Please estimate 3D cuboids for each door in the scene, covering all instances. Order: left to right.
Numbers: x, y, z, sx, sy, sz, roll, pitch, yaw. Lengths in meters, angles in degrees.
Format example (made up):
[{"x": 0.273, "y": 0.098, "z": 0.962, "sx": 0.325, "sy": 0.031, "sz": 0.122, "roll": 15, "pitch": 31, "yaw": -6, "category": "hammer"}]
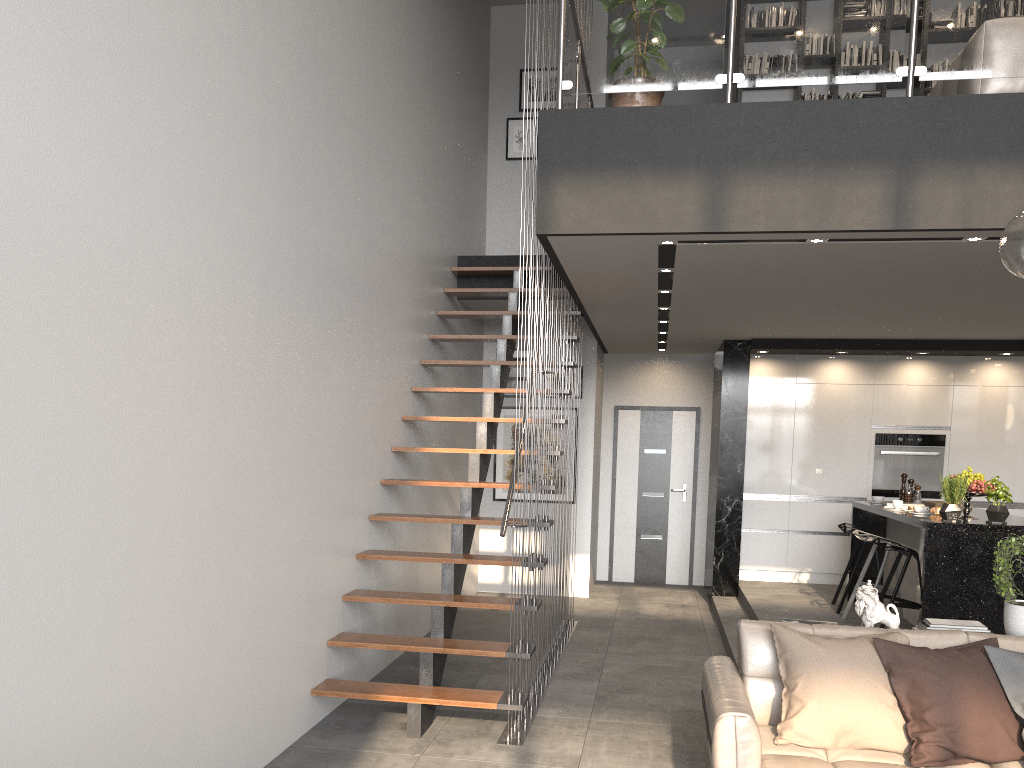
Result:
[{"x": 1.643, "y": 1.306, "z": 10.158, "sx": 0.973, "sy": 2.106, "sz": 0.167, "roll": 2, "pitch": 5, "yaw": 9, "category": "door"}]

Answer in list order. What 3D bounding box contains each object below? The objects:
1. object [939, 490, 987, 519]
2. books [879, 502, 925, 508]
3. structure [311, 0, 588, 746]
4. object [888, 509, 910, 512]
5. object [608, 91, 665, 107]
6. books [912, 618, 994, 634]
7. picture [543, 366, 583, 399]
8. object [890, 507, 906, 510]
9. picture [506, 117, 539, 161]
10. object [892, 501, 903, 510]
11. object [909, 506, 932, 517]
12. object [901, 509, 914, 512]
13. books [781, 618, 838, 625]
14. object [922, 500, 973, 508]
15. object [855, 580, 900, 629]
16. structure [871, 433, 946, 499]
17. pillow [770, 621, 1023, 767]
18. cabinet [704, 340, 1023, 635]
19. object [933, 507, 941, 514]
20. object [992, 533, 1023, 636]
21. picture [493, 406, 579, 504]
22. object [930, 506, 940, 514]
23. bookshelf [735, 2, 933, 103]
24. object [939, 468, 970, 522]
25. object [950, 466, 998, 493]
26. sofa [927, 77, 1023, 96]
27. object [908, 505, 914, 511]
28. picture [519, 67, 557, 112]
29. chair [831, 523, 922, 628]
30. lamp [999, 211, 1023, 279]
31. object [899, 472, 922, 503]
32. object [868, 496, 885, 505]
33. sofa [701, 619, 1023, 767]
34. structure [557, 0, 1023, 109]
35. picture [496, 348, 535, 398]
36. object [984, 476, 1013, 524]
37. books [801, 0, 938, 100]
[{"x": 3.197, "y": 0.849, "z": 6.149, "sx": 0.367, "sy": 0.190, "sz": 0.365, "roll": 2, "pitch": -2, "yaw": -27, "category": "object"}, {"x": 3.179, "y": 0.988, "z": 7.132, "sx": 0.322, "sy": 0.038, "sz": 0.172, "roll": 1, "pitch": -3, "yaw": 8, "category": "books"}, {"x": -0.161, "y": -0.941, "z": 6.215, "sx": 1.178, "sy": 6.117, "sz": 3.565, "roll": 2, "pitch": 3, "yaw": 10, "category": "structure"}, {"x": 3.040, "y": 0.975, "z": 6.738, "sx": 0.227, "sy": 0.003, "sz": 0.228, "roll": 1, "pitch": -4, "yaw": 9, "category": "object"}, {"x": 0.731, "y": -2.063, "z": 4.552, "sx": 0.770, "sy": 1.486, "sz": 0.524, "roll": 3, "pitch": 5, "yaw": 29, "category": "object"}, {"x": 2.135, "y": 1.198, "z": 4.215, "sx": 0.348, "sy": 0.101, "sz": 0.193, "roll": 1, "pitch": -2, "yaw": 9, "category": "books"}, {"x": 0.524, "y": -0.021, "z": 9.008, "sx": 0.409, "sy": 0.338, "sz": 0.024, "roll": 1, "pitch": 5, "yaw": 9, "category": "picture"}, {"x": 2.987, "y": 0.963, "z": 6.768, "sx": 0.027, "sy": 0.027, "sz": 0.129, "roll": 1, "pitch": -3, "yaw": -31, "category": "object"}, {"x": 0.107, "y": -2.478, "z": 8.848, "sx": 0.333, "sy": 0.416, "sz": 0.024, "roll": 2, "pitch": 5, "yaw": 9, "category": "picture"}, {"x": 3.003, "y": 0.944, "z": 6.811, "sx": 0.084, "sy": 0.071, "sz": 0.076, "roll": 1, "pitch": 0, "yaw": -31, "category": "object"}, {"x": 2.911, "y": 0.907, "z": 6.237, "sx": 0.155, "sy": 0.071, "sz": 0.154, "roll": 2, "pitch": -2, "yaw": -22, "category": "object"}, {"x": 3.078, "y": 0.969, "z": 6.696, "sx": 0.191, "sy": 0.012, "sz": 0.191, "roll": -2, "pitch": -5, "yaw": 42, "category": "object"}, {"x": 1.466, "y": 1.204, "z": 4.307, "sx": 0.293, "sy": 0.055, "sz": 0.183, "roll": 1, "pitch": -3, "yaw": 13, "category": "books"}, {"x": 3.719, "y": 1.030, "z": 7.501, "sx": 0.290, "sy": 0.030, "sz": 0.399, "roll": 1, "pitch": -4, "yaw": 9, "category": "object"}, {"x": 1.774, "y": 1.095, "z": 4.241, "sx": 0.206, "sy": 0.293, "sz": 0.135, "roll": 3, "pitch": 4, "yaw": 28, "category": "object"}, {"x": 3.969, "y": 0.831, "z": 8.942, "sx": 0.654, "sy": 0.639, "sz": 0.648, "roll": 2, "pitch": 1, "yaw": 9, "category": "structure"}, {"x": 2.062, "y": 1.307, "z": 3.563, "sx": 1.939, "sy": 0.505, "sz": 0.539, "roll": 1, "pitch": 0, "yaw": 8, "category": "pillow"}, {"x": 3.526, "y": 0.521, "z": 6.815, "sx": 3.616, "sy": 3.271, "sz": 6.179, "roll": 2, "pitch": -2, "yaw": 10, "category": "cabinet"}, {"x": 3.119, "y": 0.926, "z": 6.396, "sx": 0.074, "sy": 0.059, "sz": 0.060, "roll": 1, "pitch": 1, "yaw": 30, "category": "object"}, {"x": 2.449, "y": 0.960, "z": 4.126, "sx": 0.385, "sy": 0.583, "sz": 0.213, "roll": 1, "pitch": 4, "yaw": -10, "category": "object"}, {"x": 0.242, "y": 0.739, "z": 9.120, "sx": 0.870, "sy": 1.005, "sz": 0.024, "roll": 2, "pitch": 5, "yaw": 9, "category": "picture"}, {"x": 3.141, "y": 0.929, "z": 6.445, "sx": 0.131, "sy": 0.060, "sz": 0.069, "roll": 1, "pitch": 0, "yaw": 9, "category": "object"}, {"x": 3.827, "y": -2.288, "z": 7.940, "sx": 3.517, "sy": 2.547, "sz": 0.245, "roll": 1, "pitch": 5, "yaw": 9, "category": "bookshelf"}, {"x": 2.948, "y": 0.732, "z": 5.827, "sx": 0.186, "sy": 0.373, "sz": 0.195, "roll": -1, "pitch": 4, "yaw": -36, "category": "object"}, {"x": 3.210, "y": 0.683, "z": 6.141, "sx": 0.347, "sy": 0.217, "sz": 0.317, "roll": 1, "pitch": -1, "yaw": 7, "category": "object"}, {"x": 3.482, "y": -1.619, "z": 5.010, "sx": 2.275, "sy": 0.789, "sz": 2.279, "roll": 1, "pitch": -3, "yaw": 9, "category": "sofa"}, {"x": 3.086, "y": 0.953, "z": 6.691, "sx": 0.074, "sy": 0.043, "sz": 0.127, "roll": 1, "pitch": -3, "yaw": 2, "category": "object"}, {"x": 0.325, "y": -2.949, "z": 8.771, "sx": 0.503, "sy": 0.416, "sz": 0.024, "roll": 1, "pitch": 5, "yaw": 9, "category": "picture"}, {"x": 2.872, "y": 1.529, "z": 6.875, "sx": 0.434, "sy": 0.742, "sz": 1.722, "roll": 2, "pitch": -2, "yaw": 10, "category": "chair"}, {"x": 1.690, "y": -2.338, "z": 1.780, "sx": 1.231, "sy": 5.055, "sz": 1.215, "roll": 2, "pitch": 5, "yaw": 6, "category": "lamp"}, {"x": 3.456, "y": 0.900, "z": 7.545, "sx": 0.150, "sy": 0.287, "sz": 0.198, "roll": 1, "pitch": 2, "yaw": -8, "category": "object"}, {"x": 3.110, "y": 0.992, "z": 7.437, "sx": 0.155, "sy": 0.071, "sz": 0.154, "roll": 2, "pitch": -2, "yaw": -22, "category": "object"}, {"x": 2.351, "y": 1.461, "z": 3.047, "sx": 3.241, "sy": 0.827, "sz": 1.869, "roll": 1, "pitch": -2, "yaw": 9, "category": "sofa"}, {"x": 2.568, "y": -1.583, "z": 5.662, "sx": 4.217, "sy": 0.747, "sz": 3.365, "roll": 1, "pitch": -3, "yaw": 9, "category": "structure"}, {"x": 0.033, "y": -0.114, "z": 9.080, "sx": 0.409, "sy": 0.512, "sz": 0.024, "roll": 2, "pitch": 5, "yaw": 9, "category": "picture"}, {"x": 3.202, "y": 0.762, "z": 5.768, "sx": 0.178, "sy": 0.316, "sz": 0.171, "roll": 3, "pitch": 4, "yaw": 20, "category": "object"}, {"x": 3.827, "y": -2.333, "z": 7.927, "sx": 3.435, "sy": 2.359, "sz": 0.209, "roll": 1, "pitch": 5, "yaw": 9, "category": "books"}]
